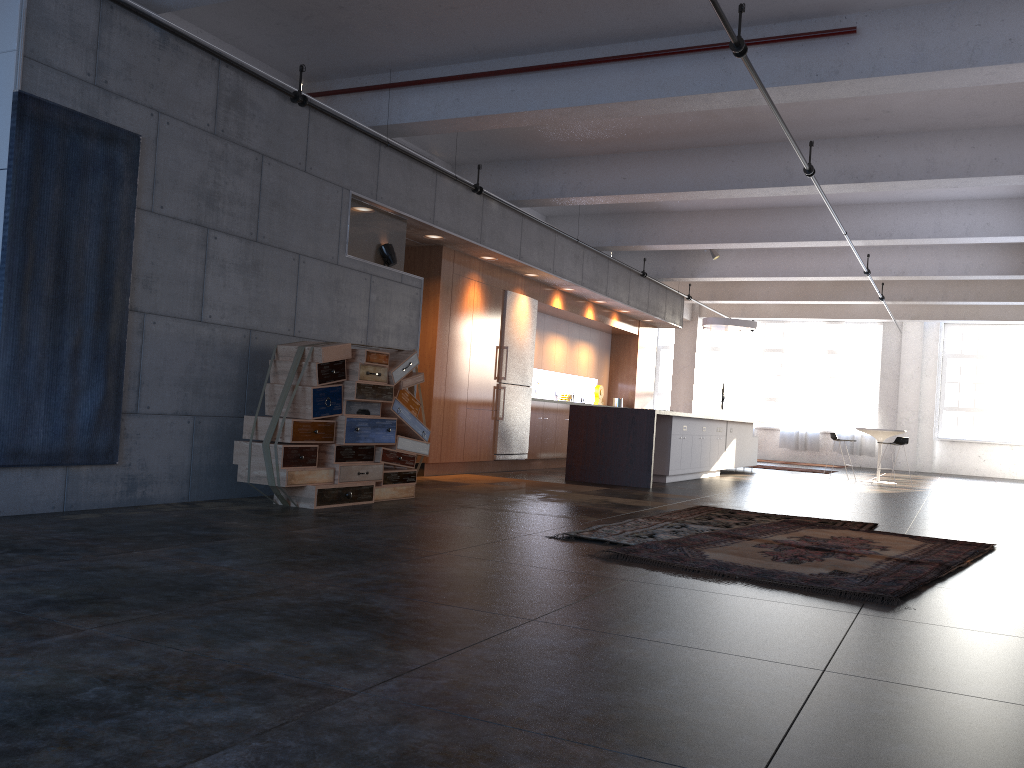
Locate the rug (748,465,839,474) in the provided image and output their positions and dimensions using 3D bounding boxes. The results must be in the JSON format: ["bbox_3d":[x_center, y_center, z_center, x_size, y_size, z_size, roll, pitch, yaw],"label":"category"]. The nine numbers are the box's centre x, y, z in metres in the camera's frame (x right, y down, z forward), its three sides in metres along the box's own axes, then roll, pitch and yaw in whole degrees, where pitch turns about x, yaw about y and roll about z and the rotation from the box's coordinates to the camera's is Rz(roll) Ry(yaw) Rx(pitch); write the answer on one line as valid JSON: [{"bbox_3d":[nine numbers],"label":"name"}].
[{"bbox_3d":[5.407,1.772,19.019,2.835,0.029,1.887,3,-2,26],"label":"rug"}]

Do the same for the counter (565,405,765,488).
[{"bbox_3d":[2.737,0.971,14.041,1.122,0.971,6.772,3,-2,27],"label":"counter"}]

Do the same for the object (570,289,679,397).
[{"bbox_3d":[0.972,0.196,14.905,0.054,0.060,0.056,5,-2,-41],"label":"object"}]

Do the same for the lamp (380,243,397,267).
[{"bbox_3d":[-1.231,-1.256,8.715,0.211,0.258,0.172,4,-1,7],"label":"lamp"}]

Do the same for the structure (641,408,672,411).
[{"bbox_3d":[2.153,0.418,13.291,0.503,0.071,0.651,3,-2,26],"label":"structure"}]

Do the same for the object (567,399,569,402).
[{"bbox_3d":[2.033,-0.742,15.873,0.056,2.309,2.983,3,-2,45],"label":"object"}]

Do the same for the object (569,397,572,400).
[{"bbox_3d":[-2.815,-1.241,10.365,0.060,2.209,12.073,3,-2,40],"label":"object"}]

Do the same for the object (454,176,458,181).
[{"bbox_3d":[0.945,0.192,14.950,0.062,0.051,0.054,3,-1,19],"label":"object"}]

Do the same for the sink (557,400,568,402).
[{"bbox_3d":[0.566,0.351,14.015,0.514,0.192,0.742,3,-2,26],"label":"sink"}]

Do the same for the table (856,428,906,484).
[{"bbox_3d":[6.542,1.279,15.764,0.814,0.951,0.843,3,-1,26],"label":"table"}]

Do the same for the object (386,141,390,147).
[{"bbox_3d":[0.859,0.244,14.917,0.052,0.053,0.062,4,-2,-21],"label":"object"}]

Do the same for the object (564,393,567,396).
[{"bbox_3d":[-0.812,-1.138,10.263,0.058,2.164,10.049,3,-2,21],"label":"object"}]

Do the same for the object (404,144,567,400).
[{"bbox_3d":[-0.419,-1.301,12.286,0.057,2.866,6.063,3,-2,28],"label":"object"}]

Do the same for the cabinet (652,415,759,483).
[{"bbox_3d":[3.025,1.037,14.591,0.906,0.930,5.747,3,-2,27],"label":"cabinet"}]

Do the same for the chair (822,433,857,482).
[{"bbox_3d":[5.834,1.322,15.734,0.504,0.895,0.465,4,-1,3],"label":"chair"}]

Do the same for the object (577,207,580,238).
[{"bbox_3d":[0.933,0.231,14.896,0.065,0.053,0.050,4,-1,-26],"label":"object"}]

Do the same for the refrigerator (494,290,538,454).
[{"bbox_3d":[0.016,-0.133,12.253,0.216,2.190,0.971,3,-1,24],"label":"refrigerator"}]

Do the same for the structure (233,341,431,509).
[{"bbox_3d":[-1.345,0.311,7.341,0.627,1.314,1.947,3,-2,27],"label":"structure"}]

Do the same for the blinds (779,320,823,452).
[{"bbox_3d":[7.688,-0.081,23.338,1.020,3.696,0.344,3,-1,22],"label":"blinds"}]

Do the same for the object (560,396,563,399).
[{"bbox_3d":[0.828,0.229,14.863,0.052,0.054,0.062,3,-1,18],"label":"object"}]

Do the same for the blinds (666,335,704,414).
[{"bbox_3d":[4.863,-0.208,24.719,1.008,3.712,0.320,3,-1,24],"label":"blinds"}]

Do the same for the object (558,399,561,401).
[{"bbox_3d":[-3.298,0.369,9.833,0.053,1.095,13.021,3,-2,39],"label":"object"}]

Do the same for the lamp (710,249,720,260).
[{"bbox_3d":[3.452,-2.268,15.146,0.220,0.287,0.133,4,-1,9],"label":"lamp"}]

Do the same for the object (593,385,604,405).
[{"bbox_3d":[1.582,0.208,16.056,0.098,0.381,0.279,3,-1,27],"label":"object"}]

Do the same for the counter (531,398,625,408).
[{"bbox_3d":[0.572,0.314,15.040,1.580,0.039,4.538,3,-2,27],"label":"counter"}]

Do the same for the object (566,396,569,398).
[{"bbox_3d":[0.934,-0.896,13.658,0.053,2.227,2.417,4,-1,3],"label":"object"}]

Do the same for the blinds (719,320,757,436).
[{"bbox_3d":[6.183,-0.144,24.061,1.015,3.673,0.367,3,-1,25],"label":"blinds"}]

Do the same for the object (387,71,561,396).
[{"bbox_3d":[0.835,0.195,14.917,0.052,0.053,0.062,4,-1,-16],"label":"object"}]

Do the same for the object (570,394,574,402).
[{"bbox_3d":[1.054,0.239,15.594,0.059,0.209,0.147,3,-1,27],"label":"object"}]

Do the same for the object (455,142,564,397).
[{"bbox_3d":[0.847,0.180,14.852,0.051,0.059,0.058,4,-2,-29],"label":"object"}]

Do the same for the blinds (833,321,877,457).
[{"bbox_3d":[8.906,-0.028,22.767,1.012,3.750,0.348,3,-1,23],"label":"blinds"}]

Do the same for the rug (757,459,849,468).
[{"bbox_3d":[6.829,1.989,22.501,3.077,0.009,1.846,3,-2,25],"label":"rug"}]

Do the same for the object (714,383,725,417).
[{"bbox_3d":[5.138,0.922,22.245,1.160,1.919,1.074,3,-1,26],"label":"object"}]

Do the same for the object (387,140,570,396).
[{"bbox_3d":[-0.098,-1.031,11.613,0.052,2.168,6.960,3,-2,19],"label":"object"}]

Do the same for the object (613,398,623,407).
[{"bbox_3d":[1.985,0.352,16.575,0.193,0.170,0.188,4,-1,-15],"label":"object"}]

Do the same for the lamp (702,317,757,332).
[{"bbox_3d":[3.963,-1.112,16.636,1.021,0.130,1.066,4,-2,-17],"label":"lamp"}]

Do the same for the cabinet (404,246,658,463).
[{"bbox_3d":[-0.080,-0.163,14.531,2.339,2.561,8.248,3,-2,27],"label":"cabinet"}]

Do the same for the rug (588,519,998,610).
[{"bbox_3d":[2.098,1.118,5.977,1.838,0.048,3.597,2,-2,36],"label":"rug"}]

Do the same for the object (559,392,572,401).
[{"bbox_3d":[-3.420,0.302,9.840,0.929,1.214,13.468,3,-2,37],"label":"object"}]

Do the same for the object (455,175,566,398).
[{"bbox_3d":[0.154,-0.995,12.179,0.056,2.189,5.703,3,-2,17],"label":"object"}]

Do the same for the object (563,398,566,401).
[{"bbox_3d":[0.881,0.260,14.832,0.051,0.053,0.062,4,-1,8],"label":"object"}]
